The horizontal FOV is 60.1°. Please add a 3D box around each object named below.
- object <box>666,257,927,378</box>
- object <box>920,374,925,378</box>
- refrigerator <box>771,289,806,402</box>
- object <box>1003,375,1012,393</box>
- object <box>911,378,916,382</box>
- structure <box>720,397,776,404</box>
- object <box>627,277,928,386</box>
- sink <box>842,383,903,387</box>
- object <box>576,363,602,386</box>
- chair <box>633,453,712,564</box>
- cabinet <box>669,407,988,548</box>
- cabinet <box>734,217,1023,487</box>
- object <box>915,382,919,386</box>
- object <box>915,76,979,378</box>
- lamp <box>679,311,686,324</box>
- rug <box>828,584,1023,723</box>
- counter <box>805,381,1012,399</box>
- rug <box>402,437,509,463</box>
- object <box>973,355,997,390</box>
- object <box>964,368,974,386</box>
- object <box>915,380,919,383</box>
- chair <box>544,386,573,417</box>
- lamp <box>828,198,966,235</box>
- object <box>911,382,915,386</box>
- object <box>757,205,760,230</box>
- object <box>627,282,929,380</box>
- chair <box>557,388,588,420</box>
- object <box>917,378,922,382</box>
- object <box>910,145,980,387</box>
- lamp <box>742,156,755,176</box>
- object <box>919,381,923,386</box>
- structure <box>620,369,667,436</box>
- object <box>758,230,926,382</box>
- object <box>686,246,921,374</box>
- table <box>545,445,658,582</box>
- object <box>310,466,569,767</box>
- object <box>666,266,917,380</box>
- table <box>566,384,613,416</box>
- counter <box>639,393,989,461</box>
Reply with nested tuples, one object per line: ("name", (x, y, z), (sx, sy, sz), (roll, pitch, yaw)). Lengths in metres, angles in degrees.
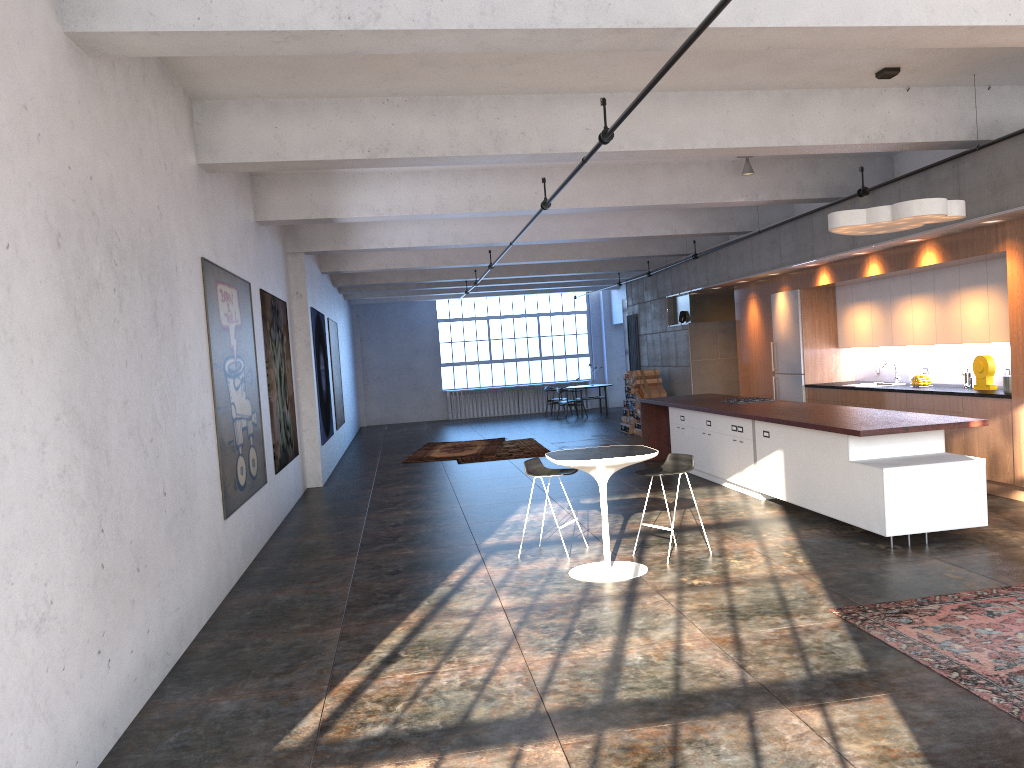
("object", (5.070, -0.091, 10.863), (0.062, 0.053, 0.052), (-2, 3, 40))
("object", (4.995, -0.095, 10.775), (0.063, 0.051, 0.052), (-5, 3, -16))
("refrigerator", (4.252, -0.304, 13.458), (0.221, 2.194, 0.947), (-5, 3, -10))
("object", (5.035, 0.000, 8.887), (0.186, 0.170, 0.194), (-2, 3, 40))
("object", (4.251, -1.123, 11.808), (0.054, 2.231, 2.366), (-6, 3, -32))
("structure", (3.036, 0.220, 11.423), (0.515, 0.072, 0.635), (-4, 2, -8))
("object", (5.038, -0.002, 10.797), (0.065, 0.063, 0.072), (-6, 3, -43))
("sink", (4.792, 0.104, 11.739), (0.526, 0.192, 0.724), (-4, 2, -8))
("object", (2.153, -0.266, 24.614), (0.778, 0.625, 0.238), (-4, 3, -7))
("chair", (1.312, 1.049, 7.393), (0.514, 0.896, 0.455), (-6, 3, -31))
("cabinet", (3.044, 0.788, 9.893), (0.927, 0.931, 5.608), (-4, 2, -7))
("cabinet", (5.621, -0.441, 11.687), (2.393, 2.565, 8.049), (-4, 2, -7))
("object", (4.954, 0.003, 10.826), (0.062, 0.053, 0.053), (-5, 3, -21))
("object", (4.947, -0.089, 10.795), (0.057, 0.060, 0.053), (-3, 3, 15))
("lamp", (3.286, -1.275, 16.989), (0.215, 0.259, 0.168), (-5, 3, -27))
("rug", (3.541, 1.341, 5.005), (2.902, 0.029, 1.841), (-4, 2, -9))
("counter", (5.366, 0.019, 10.914), (1.617, 0.039, 4.428), (-4, 2, -7))
("rug", (-1.039, 1.261, 17.318), (1.875, 0.048, 3.521), (-4, 2, 2))
("object", (5.081, -0.124, 9.528), (0.100, 0.382, 0.272), (-4, 3, -7))
("object", (5.268, -0.077, 10.197), (0.060, 0.210, 0.143), (-4, 3, -7))
("object", (4.984, -0.023, 10.906), (0.053, 0.053, 0.061), (-5, 3, -26))
("chair", (1.290, 0.475, 24.968), (0.665, 0.865, 0.736), (-3, 3, 18))
("lamp", (3.360, -1.446, 7.710), (1.057, 0.130, 1.027), (-2, 2, 38))
("object", (4.574, -1.061, 9.414), (0.057, 2.312, 2.936), (-3, 2, 12))
("object", (4.976, -0.054, 10.824), (0.050, 0.053, 0.065), (-2, 3, 30))
("object", (5.066, -0.078, 10.806), (0.052, 0.052, 0.062), (-2, 3, 40))
("chair", (1.572, 0.499, 23.601), (0.682, 0.865, 0.717), (-5, 3, -21))
("object", (5.564, -1.353, 16.562), (0.062, 2.212, 11.847), (-4, 2, 7))
("object", (5.813, 0.208, 17.336), (0.947, 1.216, 13.194), (-4, 2, 4))
("lamp", (2.838, -2.635, 10.666), (0.153, 0.216, 0.158), (-2, 3, 29))
("object", (4.979, -0.004, 10.776), (0.051, 0.057, 0.061), (-3, 3, 29))
("structure", (2.639, 0.355, 18.165), (0.642, 1.317, 1.900), (-4, 2, -7))
("object", (5.017, -0.052, 10.787), (0.052, 0.053, 0.062), (-4, 2, -1))
("object", (5.023, -0.103, 10.908), (0.058, 0.060, 0.051), (-3, 3, 26))
("table", (0.727, 1.012, 6.968), (0.833, 0.953, 0.823), (-4, 3, -8))
("object", (3.585, 1.235, 13.667), (19.863, 0.001, 27.009), (-4, 2, -8))
("object", (3.968, -1.173, 14.028), (0.054, 2.171, 6.786), (-5, 2, -15))
("table", (2.198, 0.474, 24.668), (1.284, 0.852, 1.334), (-2, 3, 36))
("counter", (2.976, 0.745, 10.496), (1.148, 0.972, 6.609), (-4, 2, -7))
